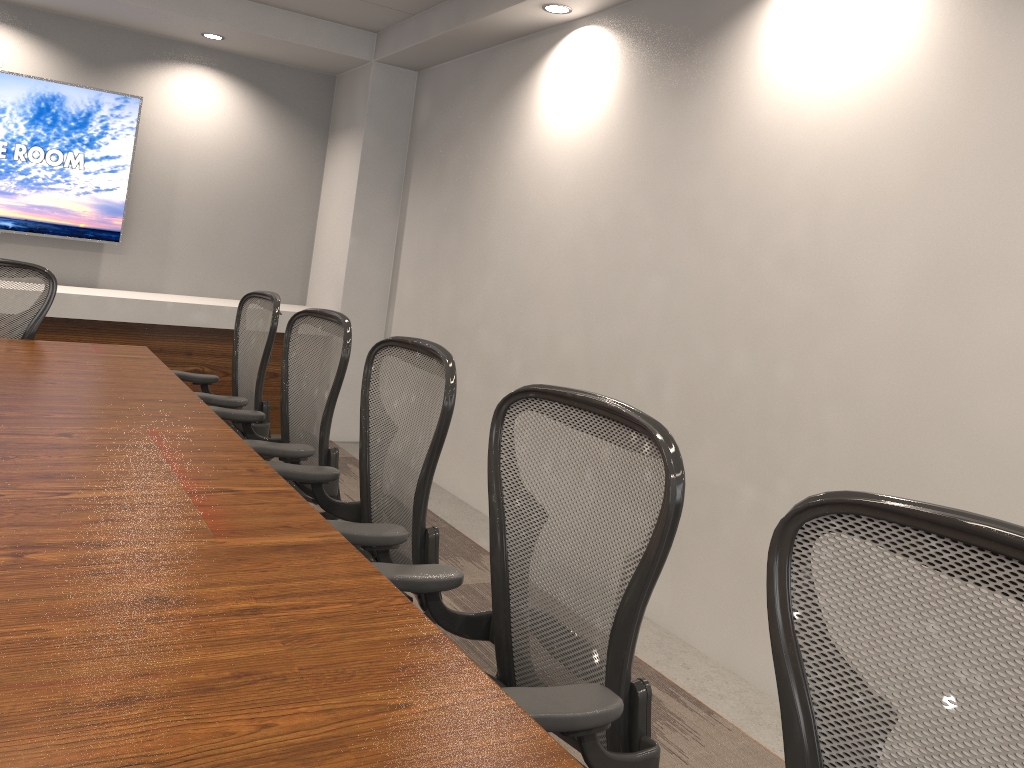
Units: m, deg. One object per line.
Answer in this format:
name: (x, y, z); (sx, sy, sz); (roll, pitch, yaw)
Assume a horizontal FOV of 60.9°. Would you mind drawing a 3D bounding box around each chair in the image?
chair: (-0.944, 0.275, 2.891); (0.756, 1.096, 0.806); (7, 0, -20)
chair: (-2.242, 0.024, 3.618); (0.801, 1.096, 0.761); (7, 0, 43)
chair: (0.316, 0.703, 0.778); (0.778, 1.096, 0.783); (7, 0, 40)
chair: (-0.143, 0.556, 1.481); (0.753, 1.096, 0.809); (7, 0, -29)
chair: (-1.351, 0.137, 3.578); (0.753, 1.096, 0.809); (7, 0, -29)
chair: (-0.493, 0.423, 2.178); (0.778, 1.096, 0.783); (7, 0, 45)

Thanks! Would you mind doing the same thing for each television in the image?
television: (-3.404, -1.515, 5.461); (1.891, 1.113, 0.065); (4, -2, -30)

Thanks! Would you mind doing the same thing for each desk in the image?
desk: (-0.799, 0.702, 1.008); (1.391, 0.754, 6.124); (4, 8, -31)
